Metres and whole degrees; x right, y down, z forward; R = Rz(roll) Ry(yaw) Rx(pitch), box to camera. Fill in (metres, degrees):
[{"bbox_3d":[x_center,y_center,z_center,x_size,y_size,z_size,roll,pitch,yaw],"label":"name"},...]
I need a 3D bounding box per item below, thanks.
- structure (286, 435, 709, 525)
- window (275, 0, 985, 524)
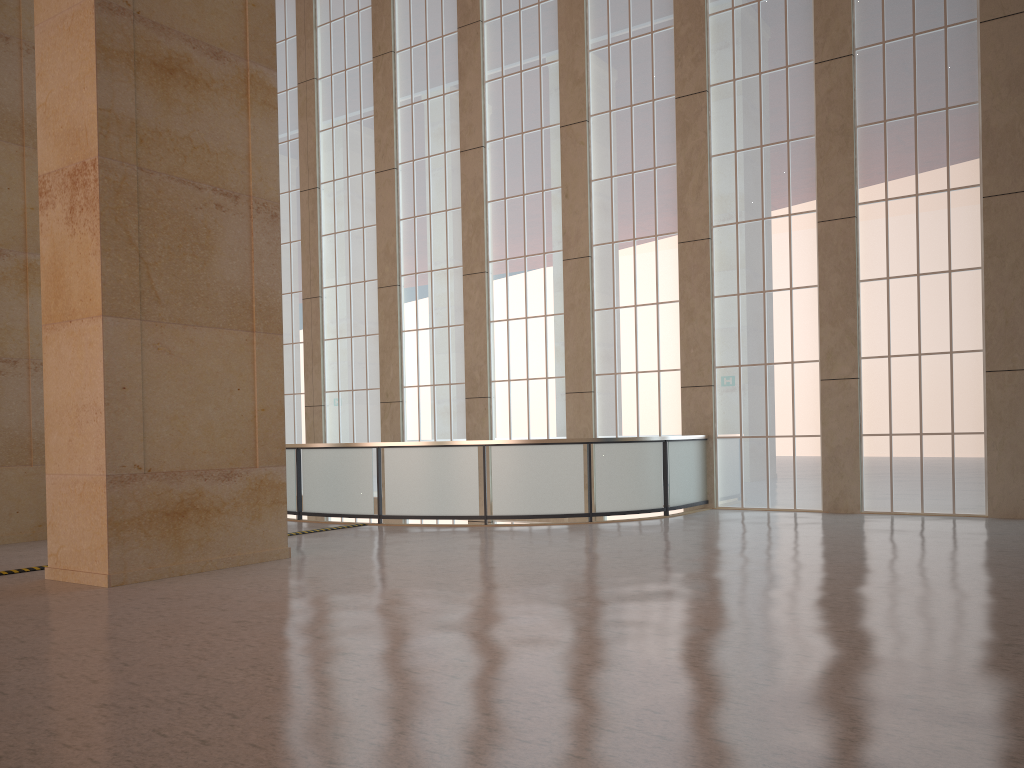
[{"bbox_3d":[-2.250,2.284,21.495,13.083,1.795,5.248,-3,-3,24],"label":"structure"},{"bbox_3d":[-54.328,3.448,61.426,165.006,28.671,0.010,-3,-1,34],"label":"window"}]
